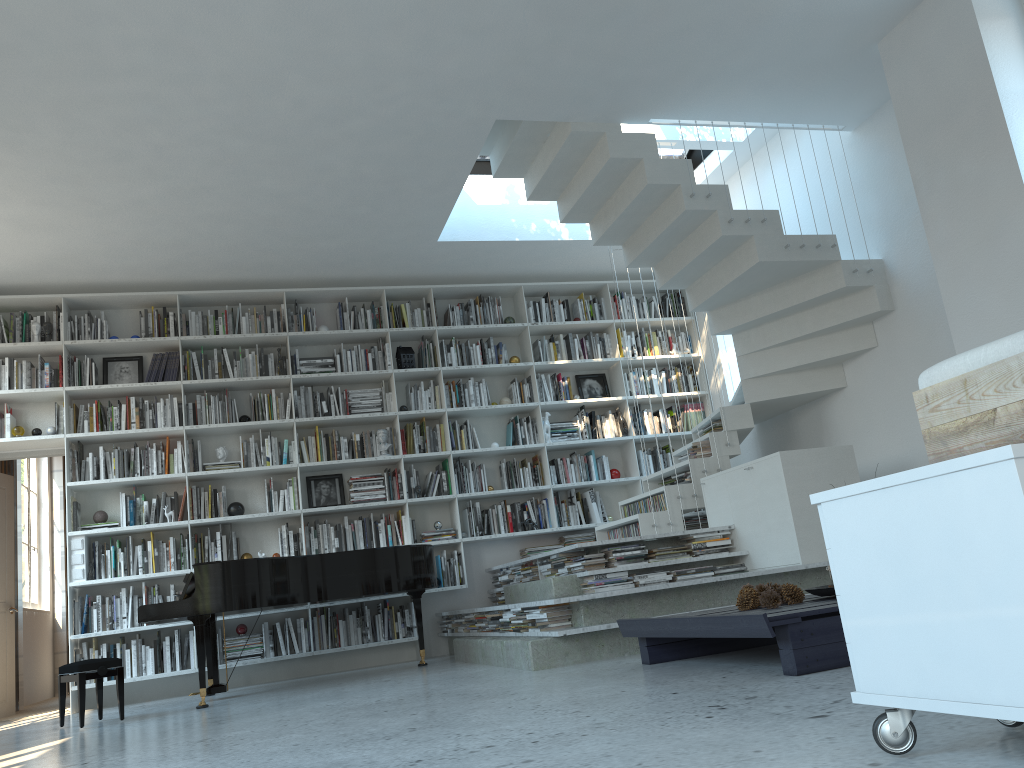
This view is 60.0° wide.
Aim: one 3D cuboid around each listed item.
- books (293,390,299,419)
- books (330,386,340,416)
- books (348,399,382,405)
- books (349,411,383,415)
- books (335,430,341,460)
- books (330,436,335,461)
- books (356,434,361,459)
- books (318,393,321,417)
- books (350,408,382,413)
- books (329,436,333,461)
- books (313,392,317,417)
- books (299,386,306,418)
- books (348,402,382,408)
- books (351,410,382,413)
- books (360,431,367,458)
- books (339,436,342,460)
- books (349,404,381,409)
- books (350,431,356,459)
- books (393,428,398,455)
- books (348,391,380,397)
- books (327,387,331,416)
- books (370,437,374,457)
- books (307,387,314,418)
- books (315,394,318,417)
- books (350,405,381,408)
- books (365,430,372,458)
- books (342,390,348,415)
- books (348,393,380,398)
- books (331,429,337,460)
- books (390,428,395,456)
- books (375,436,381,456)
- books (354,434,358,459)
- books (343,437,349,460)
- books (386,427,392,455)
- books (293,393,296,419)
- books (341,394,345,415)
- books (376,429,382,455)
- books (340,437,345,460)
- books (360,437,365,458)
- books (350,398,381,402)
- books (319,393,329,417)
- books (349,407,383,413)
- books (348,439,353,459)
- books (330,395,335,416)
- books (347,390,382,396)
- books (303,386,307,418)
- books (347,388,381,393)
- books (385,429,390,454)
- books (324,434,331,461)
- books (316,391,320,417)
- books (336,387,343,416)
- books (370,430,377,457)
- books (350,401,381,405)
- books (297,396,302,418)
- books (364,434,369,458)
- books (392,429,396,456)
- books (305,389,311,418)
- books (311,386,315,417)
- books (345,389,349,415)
[{"bbox_3d":[-1.800,0.205,7.388,0.026,0.266,0.171,-4,-14,-18],"label":"books"},{"bbox_3d":[-1.495,0.175,7.491,0.049,0.290,0.162,-4,-14,-18],"label":"books"},{"bbox_3d":[-1.259,0.167,7.564,0.285,0.012,0.160,-4,-14,-15],"label":"books"},{"bbox_3d":[-1.247,0.261,7.547,0.285,0.012,0.160,-4,-14,-17],"label":"books"},{"bbox_3d":[-1.457,0.538,7.384,0.027,0.267,0.190,-4,-14,-18],"label":"books"},{"bbox_3d":[-1.498,0.561,7.389,0.025,0.235,0.137,-4,-14,-18],"label":"books"},{"bbox_3d":[-1.295,0.550,7.432,0.029,0.223,0.186,-4,-14,-18],"label":"books"},{"bbox_3d":[-1.618,0.207,7.442,0.011,0.239,0.148,-4,-14,-18],"label":"books"},{"bbox_3d":[-1.250,0.238,7.552,0.254,0.012,0.161,-3,-14,-18],"label":"books"},{"bbox_3d":[-1.513,0.564,7.376,0.012,0.227,0.170,-4,-14,-18],"label":"books"},{"bbox_3d":[-1.657,0.204,7.434,0.011,0.251,0.153,-4,-14,-18],"label":"books"},{"bbox_3d":[-1.751,0.187,7.405,0.026,0.296,0.179,-4,-14,-18],"label":"books"},{"bbox_3d":[-1.257,0.191,7.563,0.285,0.012,0.160,-4,-14,-17],"label":"books"},{"bbox_3d":[-1.249,0.250,7.551,0.254,0.012,0.161,-3,-14,-17],"label":"books"},{"bbox_3d":[-1.247,0.535,7.442,0.012,0.244,0.186,-4,-14,-18],"label":"books"},{"bbox_3d":[-1.445,0.552,7.414,0.011,0.251,0.131,-4,-14,-18],"label":"books"},{"bbox_3d":[-1.254,0.202,7.558,0.254,0.012,0.161,-3,-14,-19],"label":"books"},{"bbox_3d":[-1.331,0.539,7.441,0.014,0.258,0.162,-4,-14,-18],"label":"books"},{"bbox_3d":[-1.000,0.520,7.560,0.023,0.264,0.107,-4,-14,-18],"label":"books"},{"bbox_3d":[-1.271,0.097,7.587,0.254,0.012,0.161,-3,-14,-17],"label":"books"},{"bbox_3d":[-1.544,0.182,7.478,0.022,0.284,0.131,-4,-14,-18],"label":"books"},{"bbox_3d":[-1.191,0.558,7.489,0.022,0.206,0.114,-4,-14,-18],"label":"books"},{"bbox_3d":[-1.690,0.186,7.435,0.029,0.294,0.151,-4,-14,-18],"label":"books"},{"bbox_3d":[-1.644,0.212,7.436,0.014,0.232,0.147,-4,-14,-18],"label":"books"},{"bbox_3d":[-1.253,0.214,7.555,0.254,0.012,0.161,-4,-14,-16],"label":"books"},{"bbox_3d":[-1.212,0.530,7.472,0.025,0.258,0.151,-4,-14,-18],"label":"books"},{"bbox_3d":[-1.416,0.191,7.502,0.015,0.244,0.183,-4,-14,-18],"label":"books"},{"bbox_3d":[-1.268,0.107,7.580,0.254,0.012,0.161,-4,-14,-16],"label":"books"},{"bbox_3d":[-1.481,0.535,7.394,0.013,0.283,0.177,-4,-14,-18],"label":"books"},{"bbox_3d":[-1.026,0.516,7.533,0.014,0.265,0.154,-4,-14,-18],"label":"books"},{"bbox_3d":[-1.139,0.556,7.496,0.035,0.201,0.149,-4,-14,-18],"label":"books"},{"bbox_3d":[-1.317,0.549,7.438,0.010,0.233,0.175,-4,-14,-18],"label":"books"},{"bbox_3d":[-1.396,0.564,7.412,0.030,0.214,0.169,-4,-14,-18],"label":"books"},{"bbox_3d":[-1.050,0.515,7.544,0.025,0.278,0.108,-4,-14,-18],"label":"books"},{"bbox_3d":[-1.820,0.215,7.390,0.012,0.253,0.161,-4,-14,-18],"label":"books"},{"bbox_3d":[-1.435,0.208,7.501,0.024,0.215,0.132,-4,-14,-18],"label":"books"},{"bbox_3d":[-1.122,0.527,7.518,0.014,0.262,0.135,-4,-14,-18],"label":"books"},{"bbox_3d":[-1.422,0.564,7.403,0.024,0.216,0.175,-4,-14,-18],"label":"books"},{"bbox_3d":[-1.266,0.560,7.440,0.029,0.200,0.179,-4,-14,-18],"label":"books"},{"bbox_3d":[-1.260,0.155,7.567,0.254,0.012,0.161,-3,-14,-20],"label":"books"},{"bbox_3d":[-1.579,0.205,7.448,0.066,0.236,0.154,-4,-14,-18],"label":"books"},{"bbox_3d":[-1.251,0.225,7.551,0.285,0.012,0.160,-3,-14,-20],"label":"books"},{"bbox_3d":[-1.360,0.572,7.433,0.050,0.198,0.146,-4,-14,-18],"label":"books"},{"bbox_3d":[-1.516,0.212,7.472,0.024,0.216,0.148,-4,-14,-18],"label":"books"},{"bbox_3d":[-1.269,0.082,7.579,0.285,0.012,0.160,-2,-15,-22],"label":"books"},{"bbox_3d":[-1.738,0.183,7.430,0.014,0.312,0.134,-4,-14,-18],"label":"books"},{"bbox_3d":[-1.273,0.072,7.588,0.285,0.012,0.160,-4,-14,-16],"label":"books"},{"bbox_3d":[-1.069,0.523,7.524,0.025,0.259,0.131,-4,-14,-18],"label":"books"},{"bbox_3d":[-1.540,0.555,7.392,0.028,0.258,0.135,-4,-14,-18],"label":"books"},{"bbox_3d":[-1.631,0.202,7.438,0.014,0.249,0.173,-4,-14,-18],"label":"books"},{"bbox_3d":[-1.456,0.180,7.486,0.021,0.268,0.192,-4,-14,-18],"label":"books"},{"bbox_3d":[-1.171,0.530,7.496,0.024,0.258,0.127,-4,-14,-18],"label":"books"},{"bbox_3d":[-1.258,0.180,7.565,0.254,0.012,0.161,-4,-14,-16],"label":"books"},{"bbox_3d":[-1.776,0.226,7.406,0.027,0.228,0.147,-4,-14,-18],"label":"books"},{"bbox_3d":[-1.239,0.551,7.479,0.025,0.229,0.143,-4,-14,-18],"label":"books"},{"bbox_3d":[-1.016,0.521,7.548,0.014,0.260,0.137,-4,-14,-18],"label":"books"},{"bbox_3d":[-1.709,0.197,7.407,0.025,0.265,0.185,-4,-14,-18],"label":"books"},{"bbox_3d":[-1.670,0.181,7.434,0.011,0.299,0.180,-4,-14,-18],"label":"books"},{"bbox_3d":[-1.400,0.186,7.495,0.013,0.246,0.177,-4,-14,-18],"label":"books"}]
